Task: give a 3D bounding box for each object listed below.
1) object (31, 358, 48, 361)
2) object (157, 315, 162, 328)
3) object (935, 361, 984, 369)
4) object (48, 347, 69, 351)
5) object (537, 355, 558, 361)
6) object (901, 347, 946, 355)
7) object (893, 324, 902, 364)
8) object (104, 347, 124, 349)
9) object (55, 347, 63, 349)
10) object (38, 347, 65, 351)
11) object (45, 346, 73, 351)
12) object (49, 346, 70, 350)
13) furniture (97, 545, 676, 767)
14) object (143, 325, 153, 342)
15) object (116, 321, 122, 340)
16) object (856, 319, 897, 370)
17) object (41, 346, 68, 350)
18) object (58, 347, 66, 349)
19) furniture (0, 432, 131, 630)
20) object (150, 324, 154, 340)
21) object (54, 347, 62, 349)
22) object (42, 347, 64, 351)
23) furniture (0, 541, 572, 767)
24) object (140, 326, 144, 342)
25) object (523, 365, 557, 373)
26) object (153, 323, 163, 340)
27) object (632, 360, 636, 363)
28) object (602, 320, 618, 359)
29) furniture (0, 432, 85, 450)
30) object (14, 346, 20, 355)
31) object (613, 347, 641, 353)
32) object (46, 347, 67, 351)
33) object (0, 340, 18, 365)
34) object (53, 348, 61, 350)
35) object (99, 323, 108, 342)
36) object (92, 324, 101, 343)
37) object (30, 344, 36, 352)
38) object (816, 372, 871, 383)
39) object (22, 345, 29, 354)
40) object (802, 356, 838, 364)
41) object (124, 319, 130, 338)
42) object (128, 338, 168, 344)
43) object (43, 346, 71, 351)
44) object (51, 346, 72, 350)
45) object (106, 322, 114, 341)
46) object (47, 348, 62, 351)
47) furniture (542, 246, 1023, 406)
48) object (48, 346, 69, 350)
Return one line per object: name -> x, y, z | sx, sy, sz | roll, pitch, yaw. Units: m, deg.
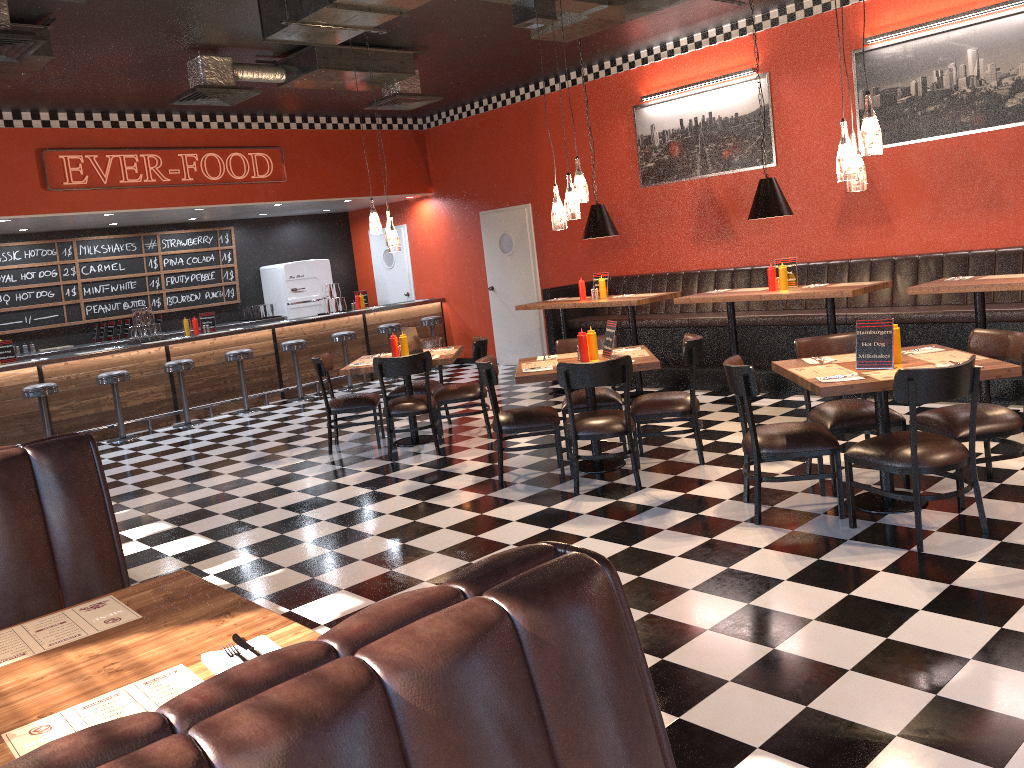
object -> -5.222, -0.273, 9.797 | 0.158, 0.019, 0.255 | -13, 11, -36
object -> -5.042, -0.852, 12.652 | 0.072, 0.256, 0.188 | -11, 8, -37
object -> 2.232, -0.095, 4.446 | 0.157, 0.019, 0.256 | -6, 9, 3
object -> -6.036, -0.465, 11.726 | 0.367, 0.001, 0.261 | -14, 11, -40
object -> 0.263, -0.200, 6.638 | 0.157, 0.019, 0.256 | -6, 9, 5
object -> 2.297, -0.190, 5.019 | 0.255, 0.019, 0.158 | -7, 9, -4
object -> 2.041, -0.228, 4.737 | 0.068, 0.237, 0.068 | -11, 8, -36
object -> -4.654, -0.424, 10.349 | 0.255, 0.019, 0.158 | 2, 12, 43
object -> -6.038, -0.477, 11.725 | 0.367, 0.001, 0.261 | -14, 11, -40
object -> -6.037, -0.473, 11.725 | 0.261, 0.001, 0.367 | 2, 12, 45
object -> -6.037, -0.470, 11.725 | 0.367, 0.001, 0.261 | -14, 11, -39
object -> -6.038, -0.476, 11.725 | 0.367, 0.001, 0.261 | -14, 12, -42
furniture -> -0.220, 0.982, 0.632 | 1.718, 1.149, 0.706 | -14, 10, -42
object -> -4.455, -0.617, 10.823 | 0.105, 0.208, 0.106 | -6, 7, 3
object -> -5.450, -0.747, 12.278 | 0.072, 0.256, 0.188 | -11, 8, -37
object -> 1.898, -0.206, 4.639 | 0.188, 0.256, 0.073 | -1, 8, 38
object -> -6.038, -0.479, 11.724 | 0.367, 0.001, 0.261 | -14, 11, -40
object -> -6.037, -0.471, 11.725 | 0.367, 0.001, 0.261 | -14, 11, -40
furniture -> -1.834, 0.901, 2.393 | 1.718, 1.149, 0.706 | -14, 10, -42
object -> -4.448, -0.642, 10.978 | 0.105, 0.208, 0.106 | -6, 7, 3
object -> -6.038, -0.478, 11.724 | 0.367, 0.001, 0.261 | -14, 12, -42
object -> -6.037, -0.475, 11.725 | 0.367, 0.001, 0.261 | -14, 11, -39
furniture -> -0.697, 0.958, 1.152 | 1.718, 1.149, 0.706 | -14, 10, -42
object -> -4.534, -0.620, 10.898 | 0.105, 0.208, 0.106 | -6, 7, 3
object -> 0.199, -0.109, 6.088 | 0.255, 0.019, 0.158 | -6, 9, 2
object -> -4.361, -0.640, 10.899 | 0.105, 0.208, 0.106 | -6, 7, 3
object -> 0.738, -0.161, 6.020 | 0.157, 0.019, 0.256 | -7, 9, -4
object -> 0.691, -0.317, 6.283 | 0.072, 0.256, 0.189 | -8, 7, -12
furniture -> -2.311, 0.877, 2.913 | 1.718, 1.149, 0.706 | -14, 10, -42
object -> -6.412, -0.446, 11.449 | 0.094, 0.135, 0.047 | -8, 6, -7
object -> 0.830, -0.256, 6.568 | 0.255, 0.019, 0.158 | -6, 9, 4
object -> -6.037, -0.469, 11.725 | 0.367, 0.001, 0.261 | -15, 12, -42
object -> -5.619, -0.354, 9.833 | 0.072, 0.256, 0.189 | -2, 9, 38
object -> -6.037, -0.468, 11.726 | 0.367, 0.001, 0.261 | -14, 11, -39
object -> -5.612, -0.705, 12.127 | 0.073, 0.259, 0.192 | -12, 9, -39
object -> -5.683, -0.688, 12.070 | 0.071, 0.257, 0.189 | -11, 8, -34
object -> -6.252, -0.480, 11.550 | 0.093, 0.135, 0.047 | 0, 9, 43
object -> 1.681, -0.036, 4.485 | 0.255, 0.019, 0.158 | -6, 9, 6
object -> -6.335, -0.467, 11.529 | 0.046, 0.135, 0.094 | -6, 7, 3
object -> 1.771, -0.139, 5.085 | 0.157, 0.019, 0.256 | -6, 9, 5
object -> -5.369, -0.768, 12.352 | 0.070, 0.257, 0.189 | -12, 9, -38
object -> -4.473, -0.527, 10.888 | 0.439, 0.018, 0.273 | -14, 12, -42
object -> -6.037, -0.474, 11.725 | 0.367, 0.001, 0.261 | -14, 12, -42
object -> -6.037, -0.472, 11.725 | 0.367, 0.001, 0.261 | -13, 11, -38
object -> -5.531, -0.726, 12.203 | 0.188, 0.256, 0.073 | 0, 9, 43
object -> -6.036, -0.466, 11.726 | 0.367, 0.001, 0.261 | -14, 12, -41
furniture -> 3.763, -0.523, 7.458 | 1.109, 1.144, 8.760 | -13, 11, -41
object -> -6.038, -0.477, 11.724 | 0.367, 0.001, 0.261 | -14, 11, -41
